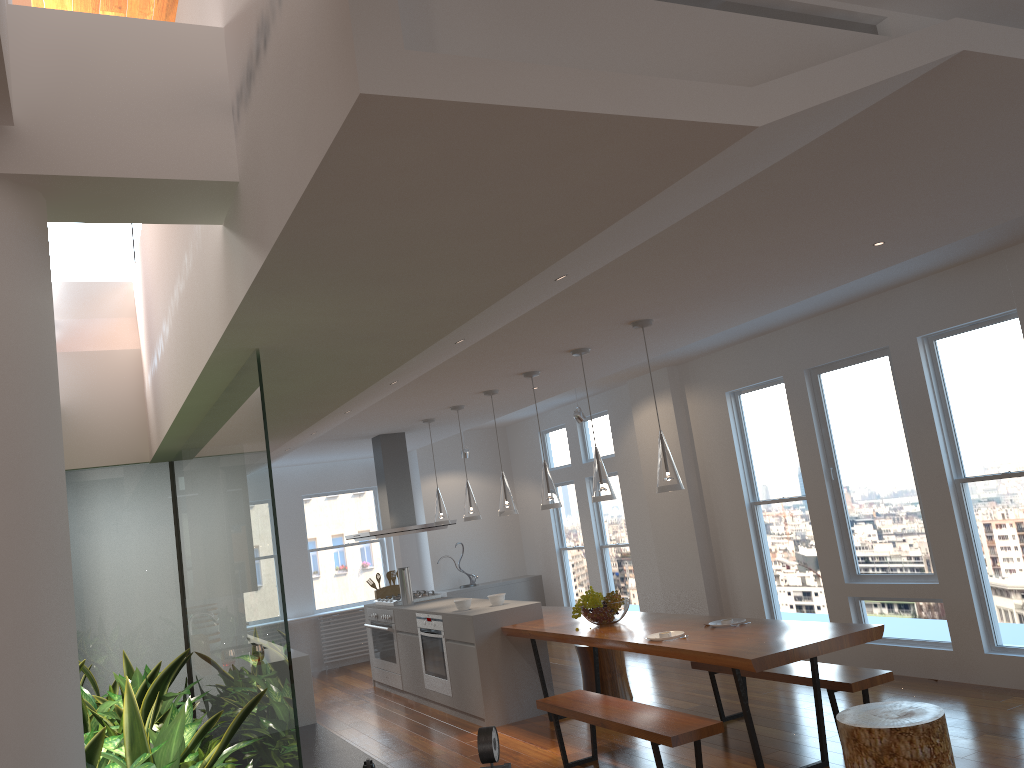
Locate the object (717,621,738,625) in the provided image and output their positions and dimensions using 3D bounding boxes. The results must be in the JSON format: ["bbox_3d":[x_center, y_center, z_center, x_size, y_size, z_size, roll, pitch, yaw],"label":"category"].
[{"bbox_3d":[1.293,1.440,5.321,0.124,0.011,0.124,0,-12,-44],"label":"object"}]

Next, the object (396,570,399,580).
[{"bbox_3d":[-1.188,2.118,9.399,0.068,0.298,0.039,-4,-9,-26],"label":"object"}]

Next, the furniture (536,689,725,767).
[{"bbox_3d":[0.622,2.005,4.912,0.316,0.389,1.433,-4,-9,-26],"label":"furniture"}]

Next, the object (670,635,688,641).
[{"bbox_3d":[0.941,1.451,5.051,0.149,0.014,0.044,-4,-9,-28],"label":"object"}]

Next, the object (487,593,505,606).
[{"bbox_3d":[-0.121,1.762,7.234,0.152,0.082,0.152,-12,-9,24],"label":"object"}]

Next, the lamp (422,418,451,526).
[{"bbox_3d":[-0.720,0.786,8.288,0.160,1.060,0.160,-8,-8,0],"label":"lamp"}]

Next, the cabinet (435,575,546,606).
[{"bbox_3d":[-0.243,2.872,11.154,1.309,0.725,0.420,-4,-9,-26],"label":"cabinet"}]

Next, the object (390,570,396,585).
[{"bbox_3d":[-1.244,2.121,9.369,0.057,0.299,0.019,-4,-9,-26],"label":"object"}]

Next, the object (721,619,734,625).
[{"bbox_3d":[1.292,1.430,5.323,0.079,0.030,0.070,-11,-9,16],"label":"object"}]

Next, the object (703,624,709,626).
[{"bbox_3d":[1.233,1.464,5.426,0.149,0.014,0.044,-4,-9,-25],"label":"object"}]

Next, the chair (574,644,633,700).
[{"bbox_3d":[0.726,2.271,7.027,0.396,0.455,0.402,-2,-10,-36],"label":"chair"}]

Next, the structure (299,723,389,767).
[{"bbox_3d":[-1.732,2.121,3.271,3.088,0.386,5.584,-4,-9,-26],"label":"structure"}]

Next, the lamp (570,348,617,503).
[{"bbox_3d":[0.513,0.228,5.732,0.160,1.060,0.160,-8,-8,0],"label":"lamp"}]

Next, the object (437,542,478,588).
[{"bbox_3d":[-0.660,2.258,11.037,0.210,0.563,0.590,-14,-10,34],"label":"object"}]

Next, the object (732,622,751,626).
[{"bbox_3d":[1.350,1.414,5.234,0.158,0.017,0.019,-3,-10,-31],"label":"object"}]

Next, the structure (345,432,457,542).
[{"bbox_3d":[-1.236,0.851,9.126,0.909,1.405,0.900,-4,-9,-26],"label":"structure"}]

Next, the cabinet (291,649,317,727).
[{"bbox_3d":[-2.673,1.968,7.848,0.676,2.280,4.565,-4,-9,-26],"label":"cabinet"}]

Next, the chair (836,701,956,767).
[{"bbox_3d":[1.745,1.697,4.006,0.460,0.400,0.460,-6,-9,-17],"label":"chair"}]

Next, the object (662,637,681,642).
[{"bbox_3d":[0.929,1.461,5.080,0.164,0.006,0.017,-5,-9,-21],"label":"object"}]

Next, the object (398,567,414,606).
[{"bbox_3d":[-1.012,1.941,8.508,0.120,0.356,0.172,-12,-9,21],"label":"object"}]

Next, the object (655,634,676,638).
[{"bbox_3d":[0.897,1.477,5.176,0.124,0.011,0.124,-8,-8,-5],"label":"object"}]

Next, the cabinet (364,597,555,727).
[{"bbox_3d":[-0.604,2.423,8.078,0.597,0.832,2.936,-4,-9,-26],"label":"cabinet"}]

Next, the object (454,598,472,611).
[{"bbox_3d":[-0.396,1.802,7.232,0.152,0.082,0.152,-10,-9,12],"label":"object"}]

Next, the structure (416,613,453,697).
[{"bbox_3d":[-0.657,2.278,7.514,0.072,0.648,0.644,-4,-9,-26],"label":"structure"}]

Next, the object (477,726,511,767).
[{"bbox_3d":[0.035,1.277,2.564,0.318,0.565,0.134,-10,-8,9],"label":"object"}]

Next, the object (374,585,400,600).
[{"bbox_3d":[-1.268,2.203,9.351,0.353,0.157,0.084,-4,-9,-26],"label":"object"}]

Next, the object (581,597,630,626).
[{"bbox_3d":[0.648,1.586,6.135,0.360,0.159,0.360,-12,-9,26],"label":"object"}]

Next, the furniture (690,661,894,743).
[{"bbox_3d":[1.688,1.928,5.443,0.316,0.389,1.433,-4,-9,-26],"label":"furniture"}]

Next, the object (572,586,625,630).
[{"bbox_3d":[0.610,1.529,6.145,0.292,0.284,0.394,-13,-9,27],"label":"object"}]

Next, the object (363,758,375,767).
[{"bbox_3d":[-0.653,1.804,4.059,0.181,0.155,0.216,-13,-9,28],"label":"object"}]

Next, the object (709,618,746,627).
[{"bbox_3d":[1.293,1.436,5.322,0.222,0.020,0.222,-3,-10,-34],"label":"object"}]

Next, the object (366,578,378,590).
[{"bbox_3d":[-1.419,2.154,9.297,0.199,0.259,0.016,-6,-9,-16],"label":"object"}]

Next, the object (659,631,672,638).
[{"bbox_3d":[0.895,1.467,5.177,0.079,0.030,0.070,-12,-9,26],"label":"object"}]

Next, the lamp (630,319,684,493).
[{"bbox_3d":[0.822,0.088,5.093,0.160,1.060,0.160,-8,-8,0],"label":"lamp"}]

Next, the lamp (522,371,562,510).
[{"bbox_3d":[0.205,0.367,6.371,0.160,1.060,0.160,-8,-8,0],"label":"lamp"}]

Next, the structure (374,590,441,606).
[{"bbox_3d":[-1.059,2.159,8.956,0.520,0.073,0.650,-4,-9,-26],"label":"structure"}]

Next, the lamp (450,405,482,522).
[{"bbox_3d":[-0.411,0.646,7.649,0.160,1.060,0.160,-8,-8,0],"label":"lamp"}]

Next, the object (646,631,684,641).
[{"bbox_3d":[0.896,1.473,5.176,0.222,0.020,0.222,-10,-9,14],"label":"object"}]

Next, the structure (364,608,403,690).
[{"bbox_3d":[-1.031,2.576,8.866,0.649,0.735,0.890,-4,-9,-26],"label":"structure"}]

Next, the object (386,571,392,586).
[{"bbox_3d":[-1.283,2.127,9.371,0.061,0.299,0.040,-4,-10,-29],"label":"object"}]

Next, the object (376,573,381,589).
[{"bbox_3d":[-1.389,2.134,9.318,0.055,0.299,0.027,-4,-9,-26],"label":"object"}]

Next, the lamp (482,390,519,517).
[{"bbox_3d":[-0.103,0.507,7.010,0.160,1.060,0.160,-8,-8,0],"label":"lamp"}]

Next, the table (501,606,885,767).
[{"bbox_3d":[0.299,2.195,6.983,0.893,0.704,5.996,-4,-9,-26],"label":"table"}]
